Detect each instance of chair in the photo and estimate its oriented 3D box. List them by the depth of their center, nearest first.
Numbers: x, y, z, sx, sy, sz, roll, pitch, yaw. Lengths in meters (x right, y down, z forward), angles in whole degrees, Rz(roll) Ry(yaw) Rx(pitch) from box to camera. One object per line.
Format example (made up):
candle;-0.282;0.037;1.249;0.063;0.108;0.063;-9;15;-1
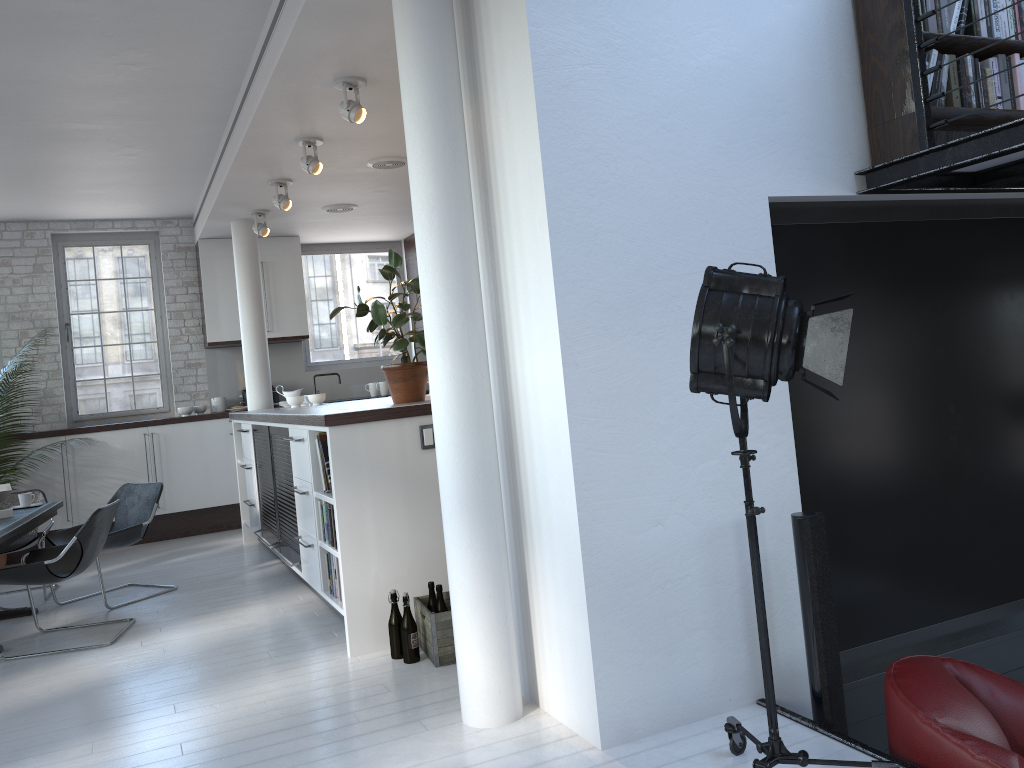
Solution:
chair;1.670;1.293;2.845;0.832;0.712;0.828;-6;0;-44
chair;-2.681;1.133;5.258;0.665;0.778;0.670;-6;-1;-9
chair;-2.853;1.136;6.289;0.669;0.778;0.665;-6;-1;31
chair;-3.773;1.224;6.583;0.671;0.778;0.663;-6;-1;-19

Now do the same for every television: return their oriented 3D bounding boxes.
television;2.610;0.313;4.206;3.357;2.428;0.116;-6;-1;-24

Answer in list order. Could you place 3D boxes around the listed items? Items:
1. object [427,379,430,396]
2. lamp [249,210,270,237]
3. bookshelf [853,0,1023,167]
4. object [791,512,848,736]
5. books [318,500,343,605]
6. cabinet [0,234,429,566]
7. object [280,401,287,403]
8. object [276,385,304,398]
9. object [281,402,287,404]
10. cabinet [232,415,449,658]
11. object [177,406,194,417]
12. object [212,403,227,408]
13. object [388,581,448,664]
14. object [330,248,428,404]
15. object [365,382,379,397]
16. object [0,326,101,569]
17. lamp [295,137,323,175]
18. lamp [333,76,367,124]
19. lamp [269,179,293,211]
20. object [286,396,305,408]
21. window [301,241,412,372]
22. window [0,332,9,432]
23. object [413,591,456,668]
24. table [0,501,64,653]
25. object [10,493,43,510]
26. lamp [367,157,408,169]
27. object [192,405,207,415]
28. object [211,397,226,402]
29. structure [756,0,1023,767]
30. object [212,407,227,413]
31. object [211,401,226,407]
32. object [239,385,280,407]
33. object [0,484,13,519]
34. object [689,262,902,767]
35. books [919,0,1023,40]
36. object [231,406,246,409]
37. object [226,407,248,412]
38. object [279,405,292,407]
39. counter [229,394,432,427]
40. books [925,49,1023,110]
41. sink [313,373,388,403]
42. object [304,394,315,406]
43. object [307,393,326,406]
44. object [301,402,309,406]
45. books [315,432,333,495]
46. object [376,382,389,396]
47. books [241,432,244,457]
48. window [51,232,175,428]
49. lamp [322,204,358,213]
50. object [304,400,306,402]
object;-0.628;-0.020;6.691;0.083;0.223;0.082;-5;-1;-34
lamp;-2.290;-1.454;8.083;0.183;0.239;0.182;-5;-1;-20
bookshelf;3.724;-1.911;2.298;3.093;1.617;4.468;-6;1;-24
object;1.125;1.082;3.220;0.158;1.221;0.157;-4;-2;-43
books;-0.739;0.722;4.764;0.493;0.798;0.539;-5;-1;-24
cabinet;-1.676;-0.101;6.474;7.239;3.003;7.287;-6;0;-24
object;-2.017;0.166;8.184;0.262;0.028;0.261;-6;1;-36
object;-2.050;0.090;8.187;0.269;0.173;0.130;-6;-1;5
object;-2.016;0.174;8.183;0.261;0.028;0.262;-6;1;5
cabinet;-1.048;0.755;6.535;1.502;1.172;4.162;-6;1;-24
object;-3.333;0.283;9.063;0.157;0.093;0.156;-6;0;-25
object;-3.102;0.239;9.395;0.154;0.074;0.152;-6;0;-21
object;-0.323;1.136;4.283;0.556;0.325;0.289;-6;0;3
object;-0.666;-0.333;5.109;0.773;0.891;0.437;-6;-1;34
object;-1.537;0.064;9.789;0.138;0.152;0.108;-5;-1;-29
object;-4.990;0.436;7.661;1.919;2.624;2.402;-6;-1;24
lamp;-1.352;-1.519;5.959;0.183;0.239;0.182;-5;-1;-20
lamp;-0.883;-1.551;4.896;0.183;0.239;0.182;-5;-1;-20
lamp;-1.821;-1.486;7.021;0.183;0.239;0.182;-5;-1;-20
object;-1.838;0.152;7.537;0.157;0.093;0.156;-6;0;-24
window;-1.844;-0.916;10.289;1.300;1.459;0.132;-6;-1;-24
window;-5.554;-0.442;8.622;1.035;1.993;0.132;-5;-2;-24
object;-0.208;1.161;4.331;0.456;0.248;0.389;-6;0;-18
table;-3.459;1.243;5.493;0.960;0.703;1.915;-6;0;-17
object;-3.459;0.829;6.301;0.205;0.098;0.175;-6;0;-19
lamp;-0.940;-1.683;6.761;0.329;0.025;0.328;-6;1;-19
object;-3.244;0.272;9.204;0.157;0.093;0.156;-6;0;-43
object;-3.110;0.178;9.397;0.153;0.075;0.153;-5;0;34
structure;3.194;-0.180;1.948;4.622;3.355;4.480;-6;0;-24
object;-3.097;0.275;9.397;0.153;0.055;0.153;-6;1;19
object;-3.105;0.210;9.395;0.153;0.062;0.153;-6;0;6
object;-2.702;0.115;9.472;0.414;0.291;0.278;-6;0;-24
object;-3.651;0.796;5.780;0.592;0.216;0.586;-6;1;-45
object;0.792;0.421;2.583;0.544;1.579;0.611;-6;-1;20
books;2.480;-1.890;4.029;2.210;1.424;0.314;-6;-1;-24
object;-2.827;0.248;9.167;0.138;0.044;0.137;-5;1;28
object;-2.818;0.263;9.166;0.262;0.028;0.261;-6;1;-36
object;-2.014;0.196;8.183;0.262;0.028;0.261;-6;1;-35
counter;-1.111;0.169;6.560;1.448;0.061;4.193;-6;1;-24
books;3.348;-1.940;2.128;2.208;1.409;4.369;-6;1;-25
sink;-1.544;0.145;8.294;0.649;0.519;0.545;-6;0;-24
object;-1.730;0.139;7.695;0.157;0.093;0.156;-6;0;-38
object;-1.659;0.134;7.534;0.157;0.093;0.156;-6;0;-9
object;-1.836;0.176;7.926;0.236;0.041;0.235;-6;1;-28
books;-0.936;0.418;4.817;0.186;0.329;0.323;-5;-1;-24
object;-1.413;0.052;9.755;0.108;0.152;0.138;-6;-1;27
books;-2.268;0.512;7.935;0.254;0.323;0.509;-5;0;-24
window;-5.578;-0.829;13.561;8.147;6.075;9.130;-6;0;-24
lamp;-1.606;-1.637;8.269;0.328;0.025;0.329;-5;1;41
object;-1.839;0.159;7.926;0.236;0.041;0.235;-6;1;-25
